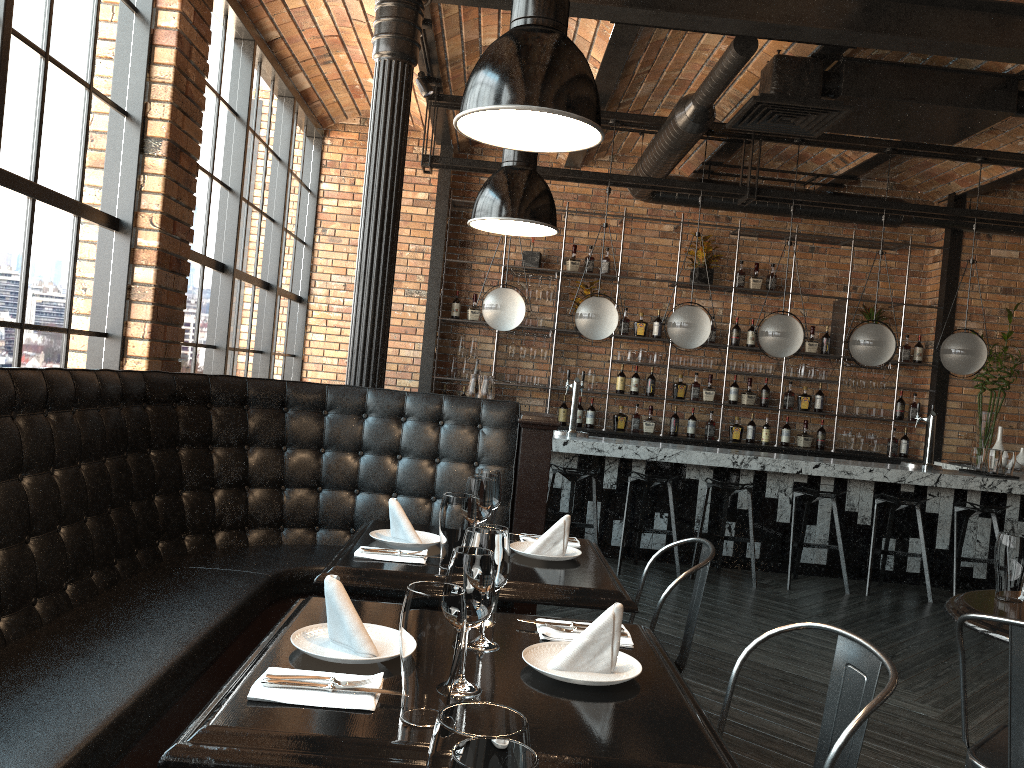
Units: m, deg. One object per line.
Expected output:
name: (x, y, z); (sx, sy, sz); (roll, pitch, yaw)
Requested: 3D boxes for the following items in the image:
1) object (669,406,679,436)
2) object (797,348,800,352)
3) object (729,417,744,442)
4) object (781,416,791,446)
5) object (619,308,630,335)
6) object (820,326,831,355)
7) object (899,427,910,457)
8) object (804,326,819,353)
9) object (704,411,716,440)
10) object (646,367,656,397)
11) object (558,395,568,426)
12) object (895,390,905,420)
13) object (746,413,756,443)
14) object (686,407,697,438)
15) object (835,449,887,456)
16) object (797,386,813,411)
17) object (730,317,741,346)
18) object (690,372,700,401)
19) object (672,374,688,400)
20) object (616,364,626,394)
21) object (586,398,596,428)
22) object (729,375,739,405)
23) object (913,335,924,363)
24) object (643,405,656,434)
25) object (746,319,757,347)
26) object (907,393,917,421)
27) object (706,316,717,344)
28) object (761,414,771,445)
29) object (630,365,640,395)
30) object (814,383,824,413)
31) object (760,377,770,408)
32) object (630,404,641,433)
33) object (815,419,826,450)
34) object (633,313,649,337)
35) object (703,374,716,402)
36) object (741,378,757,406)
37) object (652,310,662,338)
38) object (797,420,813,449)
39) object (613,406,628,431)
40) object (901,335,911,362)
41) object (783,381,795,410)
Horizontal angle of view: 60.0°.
object: (1.609, 0.364, 8.766); (0.086, 0.297, 0.086); (6, 0, 32)
object: (2.831, -0.459, 8.823); (0.086, 0.299, 0.086); (5, 0, -43)
object: (2.228, 0.448, 8.807); (0.151, 0.248, 0.094); (5, 0, 7)
object: (2.732, 0.469, 8.828); (0.086, 0.298, 0.086); (5, 0, -43)
object: (1.116, -0.613, 8.771); (0.083, 0.282, 0.083); (5, 0, -16)
object: (3.127, -0.432, 8.827); (0.086, 0.297, 0.086); (5, 0, -43)
object: (3.927, 0.582, 8.866); (0.086, 0.298, 0.086); (5, 0, -43)
object: (2.977, -0.435, 8.807); (0.123, 0.279, 0.123); (5, 0, 7)
object: (1.970, 0.406, 8.801); (0.083, 0.282, 0.083); (5, 0, -16)
object: (1.379, -0.023, 8.786); (0.086, 0.297, 0.086); (5, 0, -43)
object: (0.510, 0.262, 8.768); (0.086, 0.299, 0.086); (5, 0, -43)
object: (3.877, 0.211, 8.852); (0.086, 0.299, 0.086); (5, 0, -43)
object: (2.383, 0.438, 8.825); (0.086, 0.298, 0.086); (5, 0, -43)
object: (1.789, 0.381, 8.804); (0.086, 0.298, 0.086); (5, 0, -43)
object: (3.450, 0.678, 8.786); (0.437, 0.019, 0.273); (5, 0, -2)
object: (2.911, 0.147, 8.822); (0.151, 0.248, 0.094); (5, 0, 7)
object: (2.226, -0.517, 8.804); (0.086, 0.299, 0.086); (5, 0, -43)
object: (1.820, 0.027, 8.794); (0.083, 0.282, 0.083); (5, 0, -1)
object: (1.664, 0.030, 8.790); (0.151, 0.248, 0.094); (5, 0, -13)
object: (1.083, -0.050, 8.781); (0.086, 0.299, 0.086); (5, 0, -43)
object: (0.785, 0.287, 8.777); (0.086, 0.298, 0.086); (5, 0, -43)
object: (2.210, 0.055, 8.812); (0.086, 0.298, 0.086); (5, 0, -43)
object: (4.070, -0.344, 8.876); (0.086, 0.298, 0.086); (5, 0, -38)
object: (1.365, 0.352, 8.771); (0.123, 0.279, 0.123); (5, 0, 12)
object: (2.389, -0.502, 8.836); (0.086, 0.298, 0.086); (5, 0, -43)
object: (4.012, 0.233, 8.852); (0.083, 0.282, 0.083); (5, 0, 9)
object: (1.980, -0.531, 8.794); (0.083, 0.282, 0.083); (5, 0, -1)
object: (2.529, 0.452, 8.815); (0.080, 0.299, 0.080); (5, 0, 1)
object: (1.228, -0.037, 8.810); (0.086, 0.298, 0.086); (5, 0, -43)
object: (3.066, 0.137, 8.841); (0.086, 0.298, 0.086); (5, 0, -43)
object: (2.519, 0.084, 8.816); (0.086, 0.299, 0.086); (5, 0, -43)
object: (1.227, 0.336, 8.781); (0.083, 0.282, 0.083); (5, 0, -1)
object: (3.081, 0.501, 8.833); (0.086, 0.299, 0.086); (5, 0, -43)
object: (1.274, -0.580, 8.775); (0.151, 0.248, 0.094); (5, 0, 2)
object: (1.957, 0.042, 8.784); (0.123, 0.279, 0.123); (5, 0, 12)
object: (2.350, 0.079, 8.794); (0.123, 0.279, 0.123); (5, 0, -13)
object: (1.447, -0.589, 8.794); (0.086, 0.298, 0.086); (5, 0, -43)
object: (2.912, 0.497, 8.812); (0.123, 0.279, 0.123); (5, 0, -13)
object: (1.072, 0.340, 8.777); (0.151, 0.248, 0.094); (5, 0, -13)
object: (3.931, -0.348, 8.846); (0.083, 0.282, 0.083); (5, 0, 14)
object: (2.760, 0.115, 8.819); (0.083, 0.282, 0.083); (5, 0, -16)
